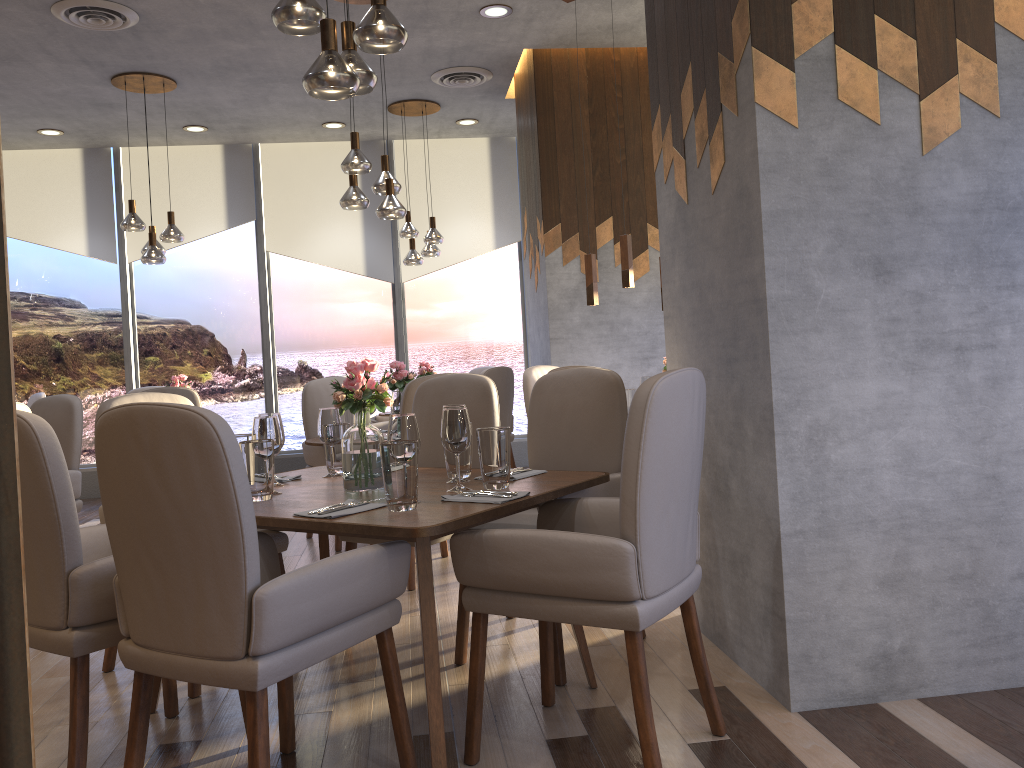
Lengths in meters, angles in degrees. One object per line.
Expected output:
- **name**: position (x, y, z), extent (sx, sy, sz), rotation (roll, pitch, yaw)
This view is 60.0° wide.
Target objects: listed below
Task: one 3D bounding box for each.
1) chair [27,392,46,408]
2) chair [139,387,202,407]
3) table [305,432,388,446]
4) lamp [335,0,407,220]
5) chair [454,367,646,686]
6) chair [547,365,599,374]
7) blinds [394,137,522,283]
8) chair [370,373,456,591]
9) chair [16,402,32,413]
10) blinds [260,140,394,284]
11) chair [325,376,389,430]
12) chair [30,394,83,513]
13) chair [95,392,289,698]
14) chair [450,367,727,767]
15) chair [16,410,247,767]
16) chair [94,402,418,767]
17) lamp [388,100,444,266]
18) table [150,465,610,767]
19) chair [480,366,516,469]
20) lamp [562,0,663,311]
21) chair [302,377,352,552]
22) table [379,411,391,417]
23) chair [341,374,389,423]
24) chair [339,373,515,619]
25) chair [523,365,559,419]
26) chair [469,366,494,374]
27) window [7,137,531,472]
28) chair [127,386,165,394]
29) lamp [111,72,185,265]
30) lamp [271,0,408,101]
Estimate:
- **chair**: position (-4.189, 0.587, 7.353), extent (0.600, 1.000, 0.528), rotation (-3, 0, -40)
- **chair**: position (-2.270, 0.517, 5.835), extent (0.528, 1.000, 0.599), rotation (-3, 0, -26)
- **table**: position (-0.714, 0.619, 4.965), extent (0.834, 0.662, 0.833), rotation (-4, 1, -33)
- **lamp**: position (-0.818, -1.580, 4.994), extent (0.439, 1.326, 0.439), rotation (-3, 0, 0)
- **chair**: position (0.126, 0.451, 3.178), extent (0.528, 1.000, 0.600), rotation (-3, 0, 36)
- **chair**: position (0.503, 0.395, 4.447), extent (0.528, 1.000, 0.600), rotation (-3, 0, 40)
- **blinds**: position (-0.545, -2.334, 8.541), extent (1.173, 2.681, 0.007), rotation (-3, 0, -7)
- **chair**: position (-0.431, 0.449, 4.446), extent (0.528, 1.000, 0.599), rotation (-3, 0, -30)
- **chair**: position (-2.284, 0.578, 3.604), extent (0.599, 1.000, 0.528), rotation (-3, 0, 24)
- **blinds**: position (-1.782, -2.258, 8.389), extent (1.173, 2.681, 0.007), rotation (-3, 0, -7)
- **chair**: position (-1.151, 0.423, 6.947), extent (0.528, 1.000, 0.600), rotation (-3, 0, 40)
- **chair**: position (-2.487, 0.568, 4.432), extent (0.528, 1.000, 0.600), rotation (-3, 0, 29)
- **chair**: position (-1.172, 0.524, 3.242), extent (0.599, 1.000, 0.529), rotation (-3, 0, 36)
- **chair**: position (0.215, 0.468, 2.342), extent (0.599, 1.000, 0.528), rotation (-3, 0, 31)
- **chair**: position (-1.083, 0.542, 2.398), extent (0.528, 1.000, 0.600), rotation (-3, 0, 36)
- **chair**: position (-0.601, 0.522, 2.096), extent (0.528, 1.000, 0.600), rotation (-3, 0, 29)
- **lamp**: position (-0.779, -1.647, 7.398), extent (0.440, 1.326, 0.439), rotation (-3, 0, -40)
- **table**: position (-0.455, 0.661, 2.789), extent (1.306, 0.666, 0.965), rotation (-3, 1, 34)
- **chair**: position (-0.288, 0.371, 7.012), extent (0.599, 1.000, 0.529), rotation (-3, 0, 37)
- **lamp**: position (0.806, -1.370, 4.903), extent (1.160, 1.932, 0.118), rotation (-3, 0, 38)
- **chair**: position (-0.995, 0.454, 5.460), extent (0.528, 1.000, 0.599), rotation (-3, 0, -31)
- **table**: position (-0.672, 0.551, 7.377), extent (0.834, 0.662, 0.833), rotation (-4, 1, -20)
- **chair**: position (-1.200, 0.404, 7.728), extent (0.599, 1.000, 0.529), rotation (-3, 0, 36)
- **chair**: position (-0.341, 0.469, 3.496), extent (0.528, 1.000, 0.600), rotation (-3, 0, 31)
- **chair**: position (0.414, 0.376, 5.344), extent (0.599, 1.000, 0.529), rotation (-3, 0, 43)
- **chair**: position (-0.382, 0.355, 7.816), extent (0.528, 1.000, 0.600), rotation (-3, 0, 41)
- **window**: position (-1.027, -0.900, 5.683), extent (16.107, 3.199, 8.069), rotation (-2, 2, 38)
- **chair**: position (-2.755, 0.517, 6.890), extent (0.528, 1.000, 0.599), rotation (-3, 0, -26)
- **lamp**: position (-2.615, -1.514, 6.393), extent (0.439, 1.326, 0.439), rotation (-3, 0, -5)
- **lamp**: position (-0.564, -1.535, 2.784), extent (0.439, 1.326, 0.439), rotation (-3, 0, -22)
